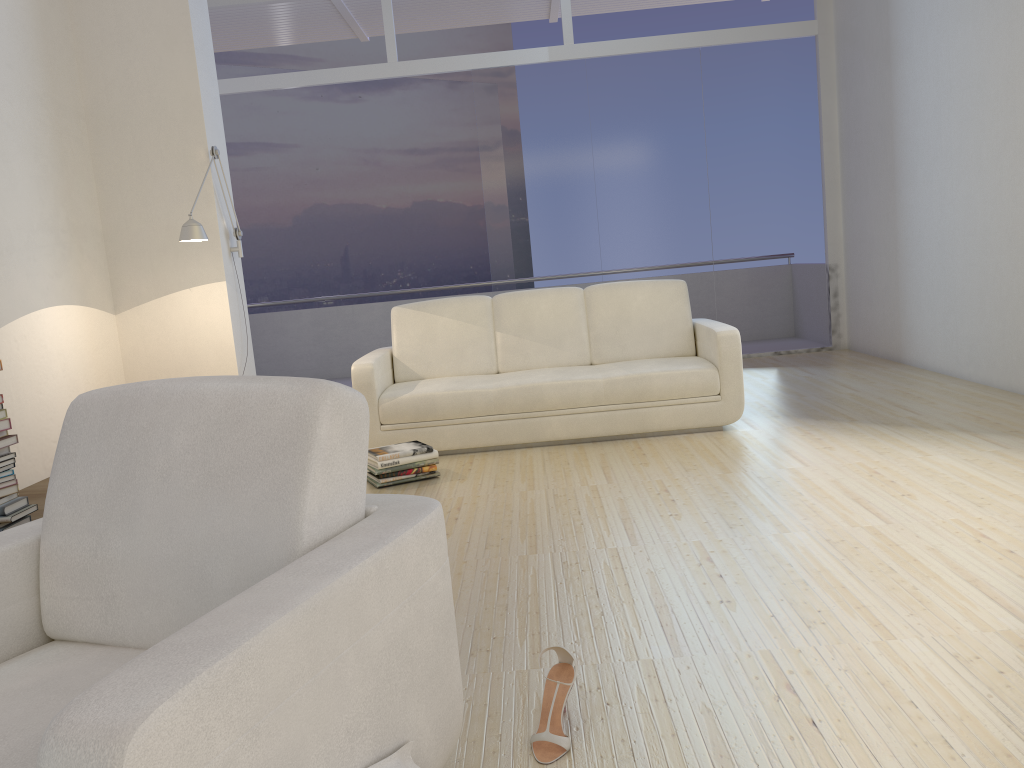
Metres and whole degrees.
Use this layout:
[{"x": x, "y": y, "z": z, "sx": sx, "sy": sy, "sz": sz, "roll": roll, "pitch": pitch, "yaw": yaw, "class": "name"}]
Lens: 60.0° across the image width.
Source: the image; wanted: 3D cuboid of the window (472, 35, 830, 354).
[{"x": 1.259, "y": -1.544, "z": 7.886, "sx": 2.988, "sy": 2.706, "sz": 0.012, "roll": -5, "pitch": 8, "yaw": 2, "class": "window"}]

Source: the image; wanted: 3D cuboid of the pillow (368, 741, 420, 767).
[{"x": -0.163, "y": 0.737, "z": 1.190, "sx": 0.312, "sy": 0.315, "sz": 0.615, "roll": -1, "pitch": 9, "yaw": 28, "class": "pillow"}]

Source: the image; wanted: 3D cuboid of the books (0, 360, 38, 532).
[{"x": -2.097, "y": 0.249, "z": 3.456, "sx": 0.329, "sy": 0.694, "sz": 0.270, "roll": -5, "pitch": 8, "yaw": 2, "class": "books"}]

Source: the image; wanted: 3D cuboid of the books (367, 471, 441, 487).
[{"x": -0.558, "y": 0.466, "z": 4.505, "sx": 0.328, "sy": 0.018, "sz": 0.247, "roll": -9, "pitch": 8, "yaw": -23, "class": "books"}]

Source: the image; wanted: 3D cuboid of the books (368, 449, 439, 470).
[{"x": -0.567, "y": 0.368, "z": 4.492, "sx": 0.319, "sy": 0.038, "sz": 0.247, "roll": -9, "pitch": 8, "yaw": -27, "class": "books"}]

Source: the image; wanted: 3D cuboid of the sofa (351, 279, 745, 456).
[{"x": 0.195, "y": -0.133, "z": 5.345, "sx": 2.166, "sy": 0.862, "sz": 0.941, "roll": -5, "pitch": 8, "yaw": 2, "class": "sofa"}]

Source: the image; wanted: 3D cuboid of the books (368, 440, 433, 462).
[{"x": -0.576, "y": 0.338, "z": 4.485, "sx": 0.287, "sy": 0.025, "sz": 0.247, "roll": -9, "pitch": 8, "yaw": -25, "class": "books"}]

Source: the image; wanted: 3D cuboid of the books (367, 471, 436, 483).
[{"x": -0.565, "y": 0.449, "z": 4.500, "sx": 0.287, "sy": 0.018, "sz": 0.247, "roll": -9, "pitch": 8, "yaw": -25, "class": "books"}]

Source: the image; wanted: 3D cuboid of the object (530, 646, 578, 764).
[{"x": 0.090, "y": 0.687, "z": 1.937, "sx": 0.089, "sy": 0.149, "sz": 0.265, "roll": -3, "pitch": 8, "yaw": 14, "class": "object"}]

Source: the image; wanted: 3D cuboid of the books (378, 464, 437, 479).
[{"x": -0.543, "y": 0.425, "z": 4.504, "sx": 0.287, "sy": 0.025, "sz": 0.247, "roll": -7, "pitch": 8, "yaw": -14, "class": "books"}]

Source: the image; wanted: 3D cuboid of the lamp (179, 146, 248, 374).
[{"x": -1.734, "y": -0.475, "z": 5.204, "sx": 0.204, "sy": 1.841, "sz": 0.891, "roll": -6, "pitch": 8, "yaw": -3, "class": "lamp"}]

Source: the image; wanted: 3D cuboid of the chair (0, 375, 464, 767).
[{"x": -0.673, "y": 0.436, "z": 1.521, "sx": 0.919, "sy": 0.828, "sz": 0.941, "roll": -2, "pitch": 8, "yaw": 21, "class": "chair"}]

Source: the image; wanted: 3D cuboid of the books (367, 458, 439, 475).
[{"x": -0.564, "y": 0.400, "z": 4.496, "sx": 0.328, "sy": 0.027, "sz": 0.247, "roll": -9, "pitch": 8, "yaw": -23, "class": "books"}]
